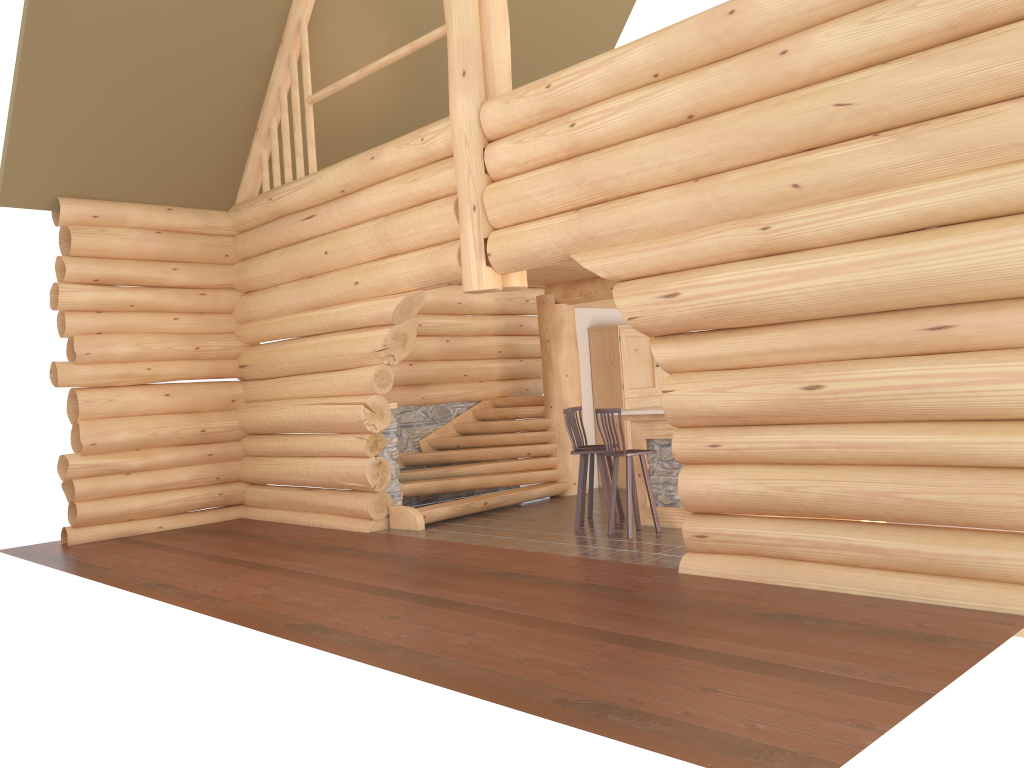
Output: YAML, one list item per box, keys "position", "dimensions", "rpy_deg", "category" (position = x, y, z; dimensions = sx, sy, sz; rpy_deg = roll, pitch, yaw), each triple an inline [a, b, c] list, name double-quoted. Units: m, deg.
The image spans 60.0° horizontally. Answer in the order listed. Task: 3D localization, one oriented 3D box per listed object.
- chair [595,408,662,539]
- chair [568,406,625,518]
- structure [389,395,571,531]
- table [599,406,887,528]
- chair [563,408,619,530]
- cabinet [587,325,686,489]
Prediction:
- position: [1.203, 0.896, 9.179]
  dimensions: [0.504, 1.319, 0.406]
  rpy_deg: [-4, 0, -34]
  category: "chair"
- position: [0.969, 0.916, 10.288]
  dimensions: [0.504, 1.319, 0.406]
  rpy_deg: [-4, 0, 26]
  category: "chair"
- position: [-0.736, 0.882, 12.357]
  dimensions: [1.951, 1.643, 3.604]
  rpy_deg: [-4, 0, 40]
  category: "structure"
- position: [2.537, 0.836, 9.161]
  dimensions: [1.196, 1.257, 3.220]
  rpy_deg: [-4, 0, -44]
  category: "table"
- position: [0.867, 0.921, 9.777]
  dimensions: [0.504, 1.319, 0.406]
  rpy_deg: [-4, 0, 14]
  category: "chair"
- position: [2.095, 0.309, 13.803]
  dimensions: [1.847, 2.403, 0.670]
  rpy_deg: [-4, 0, -44]
  category: "cabinet"
